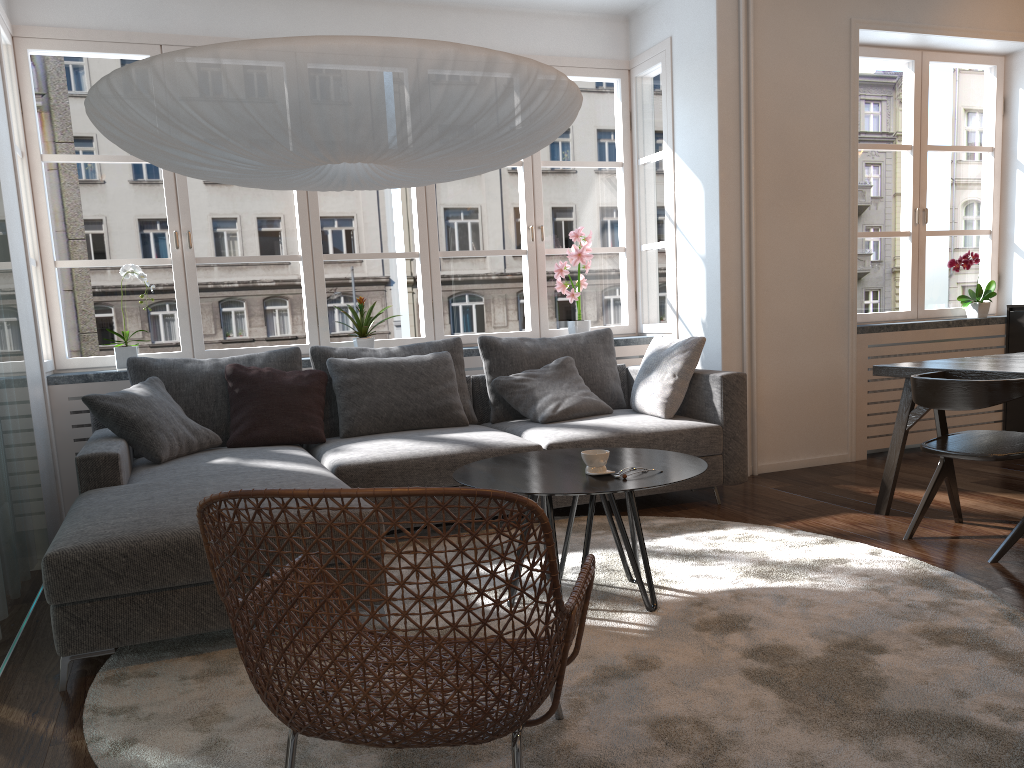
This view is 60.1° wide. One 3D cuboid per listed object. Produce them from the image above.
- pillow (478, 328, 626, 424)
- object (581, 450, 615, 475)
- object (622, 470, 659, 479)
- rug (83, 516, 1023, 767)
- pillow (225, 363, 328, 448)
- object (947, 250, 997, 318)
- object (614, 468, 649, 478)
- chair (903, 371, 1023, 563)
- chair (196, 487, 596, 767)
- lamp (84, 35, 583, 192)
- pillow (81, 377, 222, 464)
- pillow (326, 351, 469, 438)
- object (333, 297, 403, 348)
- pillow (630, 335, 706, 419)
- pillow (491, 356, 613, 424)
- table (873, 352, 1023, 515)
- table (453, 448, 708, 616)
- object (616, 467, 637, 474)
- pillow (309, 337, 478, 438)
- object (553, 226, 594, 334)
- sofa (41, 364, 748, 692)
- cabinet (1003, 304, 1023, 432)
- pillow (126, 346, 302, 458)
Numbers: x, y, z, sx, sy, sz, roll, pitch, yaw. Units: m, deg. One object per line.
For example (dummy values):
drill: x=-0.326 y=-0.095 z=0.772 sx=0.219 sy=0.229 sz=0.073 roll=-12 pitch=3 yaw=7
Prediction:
pillow: x=0.236 y=-0.053 z=4.958 sx=0.834 sy=0.482 sz=0.273 roll=-5 pitch=8 yaw=-20
object: x=0.273 y=0.254 z=2.821 sx=0.091 sy=0.070 sz=0.138 roll=-4 pitch=5 yaw=-9
object: x=0.411 y=0.278 z=2.770 sx=0.167 sy=0.015 sz=0.014 roll=-6 pitch=7 yaw=-33
rug: x=0.162 y=0.762 z=2.905 sx=2.821 sy=0.012 sz=2.828 roll=-7 pitch=6 yaw=-41
pillow: x=-1.132 y=0.094 z=4.285 sx=0.520 sy=0.407 sz=0.308 roll=-5 pitch=7 yaw=-19
object: x=2.957 y=-0.639 z=5.653 sx=0.403 sy=0.441 sz=0.229 roll=-10 pitch=10 yaw=-44
object: x=0.380 y=0.277 z=2.798 sx=0.025 sy=0.016 sz=0.162 roll=3 pitch=7 yaw=44
chair: x=1.853 y=0.297 z=3.456 sx=0.518 sy=0.678 sz=0.589 roll=-6 pitch=7 yaw=-22
chair: x=-0.200 y=0.498 z=1.856 sx=0.718 sy=0.717 sz=0.679 roll=-2 pitch=7 yaw=12
lamp: x=-0.514 y=-0.754 z=2.759 sx=1.471 sy=0.212 sz=1.456 roll=-2 pitch=5 yaw=16
pillow: x=-1.598 y=0.158 z=3.960 sx=0.347 sy=0.363 sz=0.510 roll=-1 pitch=6 yaw=18
pillow: x=-0.580 y=0.048 z=4.517 sx=0.665 sy=0.401 sz=0.290 roll=-5 pitch=7 yaw=-21
object: x=-0.816 y=-0.333 z=5.010 sx=0.322 sy=0.332 sz=0.374 roll=3 pitch=9 yaw=44
pillow: x=0.781 y=-0.042 z=4.677 sx=0.286 sy=0.418 sz=0.491 roll=-6 pitch=7 yaw=-22
pillow: x=0.213 y=0.027 z=4.703 sx=0.489 sy=0.324 sz=0.442 roll=-8 pitch=8 yaw=-39
table: x=2.608 y=0.281 z=3.096 sx=1.104 sy=0.686 sz=2.484 roll=-5 pitch=5 yaw=-21
table: x=0.236 y=0.516 z=3.004 sx=0.845 sy=0.477 sz=0.841 roll=-5 pitch=6 yaw=-18
object: x=0.368 y=0.276 z=2.855 sx=0.026 sy=0.010 sz=0.123 roll=1 pitch=6 yaw=36
pillow: x=-0.619 y=0.013 z=4.650 sx=0.837 sy=0.480 sz=0.275 roll=-5 pitch=8 yaw=-20
object: x=0.392 y=-0.613 z=5.450 sx=0.199 sy=0.698 sz=0.296 roll=-10 pitch=11 yaw=-41
sofa: x=-0.240 y=0.371 z=3.906 sx=3.060 sy=0.678 sz=2.026 roll=-5 pitch=5 yaw=-21
cabinet: x=4.440 y=0.052 z=3.519 sx=0.731 sy=0.908 sz=5.031 roll=-6 pitch=5 yaw=-21
pillow: x=-1.427 y=0.081 z=4.337 sx=0.834 sy=0.483 sz=0.273 roll=-5 pitch=8 yaw=-20
